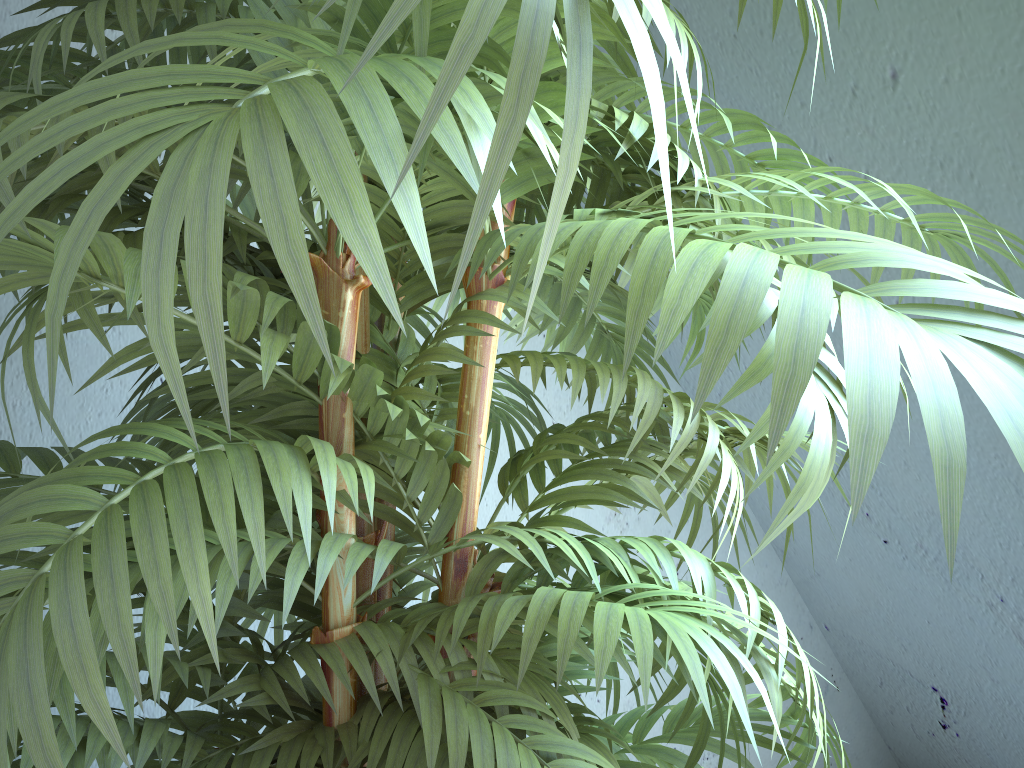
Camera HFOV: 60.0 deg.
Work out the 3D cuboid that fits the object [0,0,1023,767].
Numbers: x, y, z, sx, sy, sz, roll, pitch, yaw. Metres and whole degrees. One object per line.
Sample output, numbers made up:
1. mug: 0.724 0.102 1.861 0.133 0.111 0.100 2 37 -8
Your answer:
1. object: -0.095 0.085 0.702 0.980 2.034 1.020 2 1 23
